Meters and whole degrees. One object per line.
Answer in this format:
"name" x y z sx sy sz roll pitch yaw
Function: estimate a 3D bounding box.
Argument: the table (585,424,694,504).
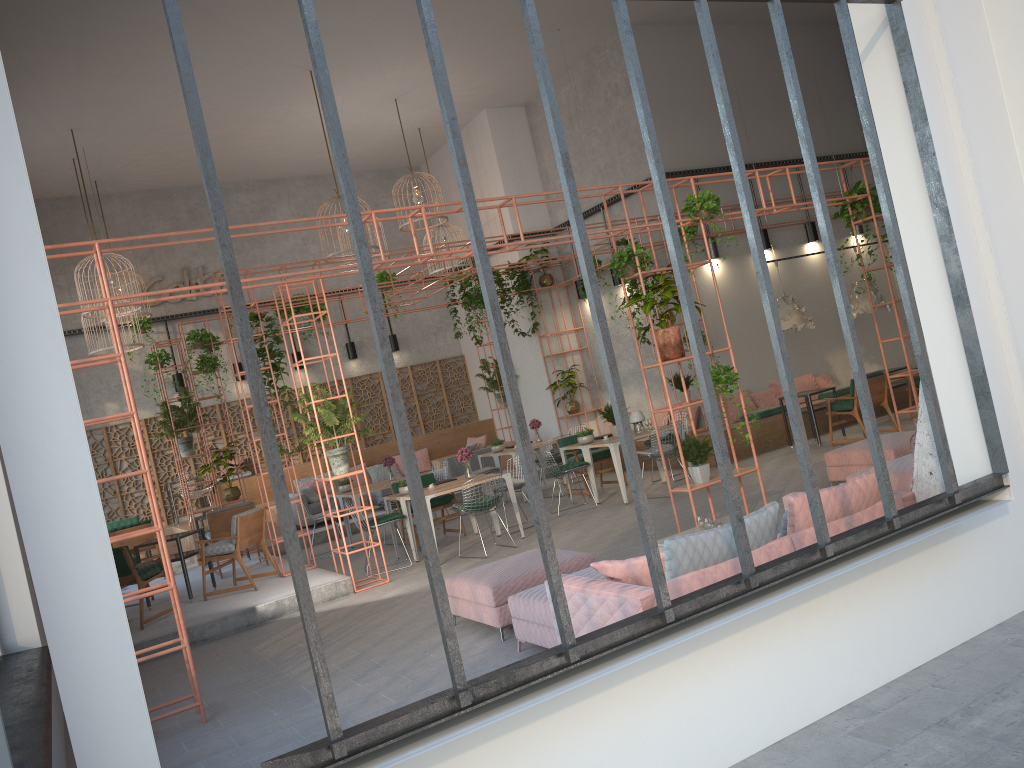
"table" 1.781 1.113 12.333 1.214 0.830 0.694 -13 0 -28

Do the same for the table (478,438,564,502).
"table" 0.163 1.498 15.435 1.205 0.830 0.694 -13 0 -28

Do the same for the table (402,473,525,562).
"table" -0.605 1.659 11.005 1.214 0.830 0.694 -13 0 -28

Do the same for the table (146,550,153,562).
"table" -6.179 2.759 14.369 0.602 0.798 0.635 -13 0 -28

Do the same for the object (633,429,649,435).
"object" 1.773 0.664 12.182 0.218 0.041 0.218 -13 0 -20

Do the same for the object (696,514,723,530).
"object" 1.535 1.092 6.872 0.156 0.145 0.199 -13 0 -13

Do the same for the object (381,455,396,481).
"object" -1.935 1.330 14.045 0.225 0.414 0.213 -13 0 -36

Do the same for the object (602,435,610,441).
"object" 1.323 0.757 12.495 0.115 0.078 0.115 -13 0 -22

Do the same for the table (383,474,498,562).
"table" -0.927 1.737 11.618 1.205 0.830 0.694 -13 0 -28

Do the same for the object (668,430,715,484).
"object" 1.817 0.725 8.827 0.368 0.527 0.438 -13 0 -28

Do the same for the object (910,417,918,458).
"object" 2.843 0.438 6.054 0.216 0.430 0.219 -13 0 -35

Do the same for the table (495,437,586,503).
"table" 0.486 1.421 14.823 1.214 0.830 0.694 -13 0 -28

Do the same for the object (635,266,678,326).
"object" 2.373 -1.391 14.130 0.903 0.947 0.934 -13 0 23

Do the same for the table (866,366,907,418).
"table" 6.078 0.183 14.326 0.602 0.798 0.635 -13 0 -28

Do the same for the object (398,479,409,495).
"object" -1.335 1.290 11.329 0.252 0.247 0.247 -13 0 -28

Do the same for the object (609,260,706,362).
"object" 1.448 -0.695 8.730 0.924 0.946 0.923 -13 0 28

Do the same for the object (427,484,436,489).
"object" -1.030 1.307 11.351 0.115 0.073 0.115 -13 0 -34

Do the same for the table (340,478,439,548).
"table" -1.869 1.949 13.535 1.214 0.830 0.694 -13 0 -28

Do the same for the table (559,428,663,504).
"table" 1.458 1.190 12.945 1.205 0.830 0.694 -13 0 -28

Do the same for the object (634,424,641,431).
"object" 1.764 0.627 12.424 0.095 0.119 0.095 -13 0 -4

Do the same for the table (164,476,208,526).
"table" -6.064 2.184 16.572 0.602 0.798 0.635 -13 0 -28

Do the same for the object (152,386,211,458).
"object" -5.220 0.604 14.032 0.900 1.101 0.894 -13 0 26

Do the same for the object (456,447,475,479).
"object" -0.588 1.022 11.460 0.225 0.414 0.213 -13 0 -36

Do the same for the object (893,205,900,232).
"object" 7.329 -3.000 16.034 0.894 1.101 0.900 -13 0 31

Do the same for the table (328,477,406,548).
"table" -2.191 2.025 14.146 1.205 0.830 0.694 -13 0 -28

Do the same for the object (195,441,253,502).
"object" -4.581 1.419 14.065 0.903 0.923 0.934 -13 0 28

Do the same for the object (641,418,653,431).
"object" 1.929 0.577 12.556 0.210 0.154 0.165 -13 0 -38

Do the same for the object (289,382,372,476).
"object" -2.096 0.503 10.223 0.900 1.100 0.894 -13 0 1

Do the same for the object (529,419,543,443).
"object" 0.423 0.802 15.337 0.225 0.414 0.213 -13 0 -36

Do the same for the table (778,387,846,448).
"table" 4.568 0.521 13.499 0.602 0.798 0.635 -13 0 -28

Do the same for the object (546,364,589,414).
"object" 1.057 0.129 17.214 0.903 0.919 0.934 -13 0 33

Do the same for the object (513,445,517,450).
"object" 0.069 1.056 14.906 0.115 0.078 0.115 -13 0 -22

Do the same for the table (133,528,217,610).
"table" -4.141 2.276 10.931 0.635 0.798 0.602 -13 0 12

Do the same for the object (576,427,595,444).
"object" 1.046 0.731 12.656 0.254 0.247 0.248 -13 0 -28

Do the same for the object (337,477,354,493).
"object" -2.601 1.566 13.857 0.252 0.247 0.247 -13 0 -28

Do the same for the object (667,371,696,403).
"object" 2.722 0.035 14.251 0.368 0.527 0.438 -13 0 -28

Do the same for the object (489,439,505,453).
"object" -0.248 1.039 15.145 0.254 0.247 0.248 -13 0 -28

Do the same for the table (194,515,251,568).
"table" -4.401 2.350 13.458 0.602 0.798 0.635 -13 0 -28

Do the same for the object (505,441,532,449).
"object" 0.121 1.068 15.577 0.427 0.031 0.268 -13 0 -28

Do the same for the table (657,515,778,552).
"table" 1.574 1.340 6.785 0.916 0.455 0.520 -13 0 -28

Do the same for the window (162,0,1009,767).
"window" 0.196 -1.788 3.598 4.126 5.544 0.089 -13 0 -28

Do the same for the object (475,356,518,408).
"object" -0.305 -0.050 18.483 0.900 1.097 0.894 -13 0 1

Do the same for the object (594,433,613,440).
"object" 1.415 0.760 13.088 0.427 0.031 0.268 -13 0 -28

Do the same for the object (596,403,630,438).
"object" 1.442 0.495 12.588 0.368 0.527 0.438 -13 0 -28

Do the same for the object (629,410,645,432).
"object" 1.784 0.538 12.637 0.241 0.313 0.241 -13 0 17

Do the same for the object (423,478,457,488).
"object" -0.967 1.319 11.760 0.427 0.031 0.268 -13 0 -28
